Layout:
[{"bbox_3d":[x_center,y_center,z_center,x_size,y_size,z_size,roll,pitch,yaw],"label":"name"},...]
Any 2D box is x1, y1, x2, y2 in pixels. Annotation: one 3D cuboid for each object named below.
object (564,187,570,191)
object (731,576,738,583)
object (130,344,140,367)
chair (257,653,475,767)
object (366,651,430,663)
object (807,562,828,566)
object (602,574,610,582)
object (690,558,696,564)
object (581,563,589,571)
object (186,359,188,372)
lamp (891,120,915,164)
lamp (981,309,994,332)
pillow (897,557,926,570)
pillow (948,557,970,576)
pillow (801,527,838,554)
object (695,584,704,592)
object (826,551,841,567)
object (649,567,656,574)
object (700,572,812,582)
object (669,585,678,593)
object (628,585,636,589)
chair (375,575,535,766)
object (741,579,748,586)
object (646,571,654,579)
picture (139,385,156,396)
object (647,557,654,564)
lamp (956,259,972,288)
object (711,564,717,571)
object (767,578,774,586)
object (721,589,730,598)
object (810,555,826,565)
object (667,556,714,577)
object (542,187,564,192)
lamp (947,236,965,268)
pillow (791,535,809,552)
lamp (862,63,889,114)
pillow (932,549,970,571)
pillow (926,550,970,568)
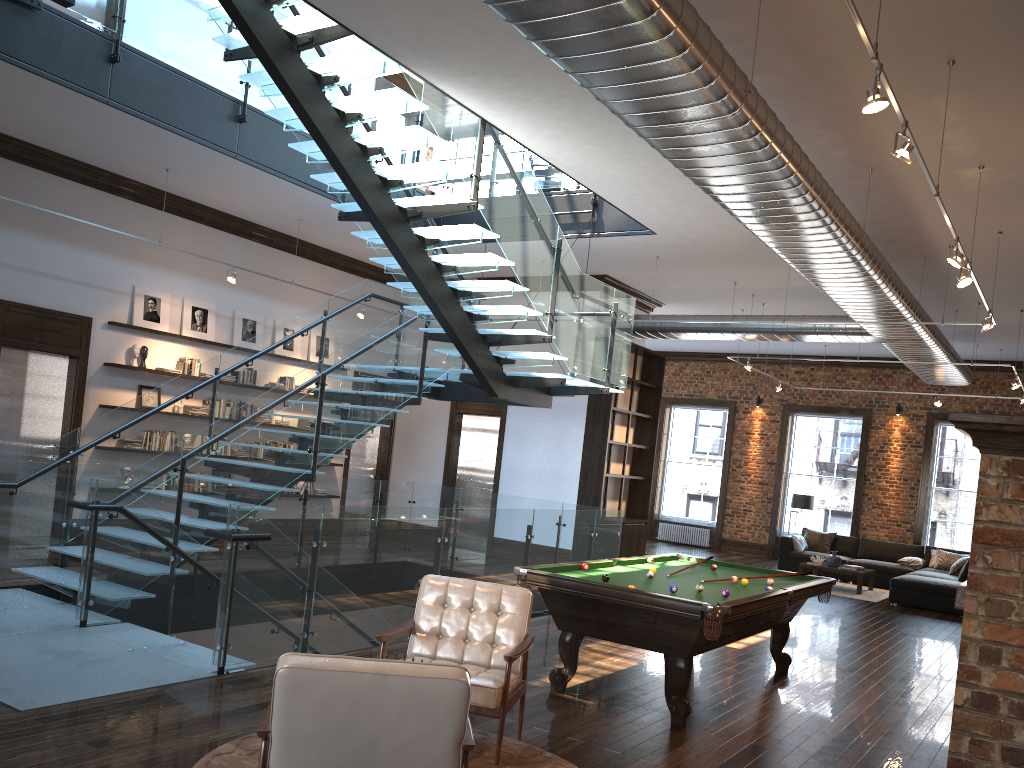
[{"bbox_3d":[0.898,-2.865,17.081,0.813,1.863,0.800,6,-1,-8],"label":"object"},{"bbox_3d":[1.755,1.544,6.998,0.057,0.057,0.057,6,-2,-2],"label":"object"},{"bbox_3d":[-4.663,-0.349,10.972,0.098,0.288,0.098,6,0,-14],"label":"object"},{"bbox_3d":[-0.547,1.391,3.328,0.769,0.865,0.742,6,-2,-7],"label":"chair"},{"bbox_3d":[-0.542,1.329,4.236,0.334,0.101,0.076,6,-2,8],"label":"object"},{"bbox_3d":[5.081,2.998,14.741,0.202,0.018,0.266,9,-5,-33],"label":"object"},{"bbox_3d":[0.659,1.363,6.226,0.057,0.057,0.057,4,-3,38],"label":"object"},{"bbox_3d":[1.669,1.630,8.169,0.057,0.057,0.057,5,-3,34],"label":"object"},{"bbox_3d":[0.555,1.396,6.765,0.057,0.057,0.057,7,-2,-10],"label":"object"},{"bbox_3d":[-4.279,-0.226,11.542,0.154,0.206,0.010,5,0,33],"label":"object"},{"bbox_3d":[2.045,-1.261,4.642,0.114,0.230,0.114,6,-1,7],"label":"lamp"},{"bbox_3d":[4.749,-0.627,8.846,0.114,0.230,0.113,7,-1,-43],"label":"lamp"},{"bbox_3d":[7.050,3.152,15.640,0.408,0.204,0.614,4,-5,31],"label":"pillow"},{"bbox_3d":[7.507,3.047,14.827,0.313,0.355,0.633,5,-4,33],"label":"pillow"},{"bbox_3d":[5.751,2.962,16.788,0.698,0.439,0.306,4,-2,33],"label":"pillow"},{"bbox_3d":[1.315,1.434,6.221,0.057,0.057,0.057,7,-2,-18],"label":"object"},{"bbox_3d":[5.360,2.914,14.776,0.216,0.251,0.215,7,-2,-24],"label":"object"},{"bbox_3d":[1.113,1.476,7.015,0.057,0.057,0.057,7,-2,-20],"label":"object"},{"bbox_3d":[2.054,1.596,7.342,1.614,0.072,0.028,10,-3,-41],"label":"object"},{"bbox_3d":[1.102,1.397,6.048,0.057,0.057,0.057,4,-3,38],"label":"object"},{"bbox_3d":[0.779,1.341,5.788,0.057,0.057,0.057,8,-3,-39],"label":"object"},{"bbox_3d":[-0.311,1.542,4.873,0.767,0.865,0.744,6,-2,13],"label":"chair"},{"bbox_3d":[1.808,1.542,6.894,0.056,0.057,0.057,5,-3,33],"label":"object"},{"bbox_3d":[1.044,1.444,6.708,0.057,0.057,0.057,6,-2,3],"label":"object"},{"bbox_3d":[-4.587,0.177,11.229,0.077,0.299,0.302,6,-2,33],"label":"picture"},{"bbox_3d":[1.218,1.550,7.785,0.057,0.057,0.057,5,-3,32],"label":"object"},{"bbox_3d":[3.635,-0.889,7.111,0.114,0.230,0.114,6,-1,12],"label":"lamp"},{"bbox_3d":[1.771,1.610,7.779,0.057,0.057,0.057,6,-2,-8],"label":"object"},{"bbox_3d":[2.071,1.587,7.109,0.057,0.057,0.057,7,-2,-12],"label":"object"},{"bbox_3d":[1.469,1.440,6.100,0.057,0.057,0.057,8,-3,-35],"label":"object"},{"bbox_3d":[5.102,2.929,14.744,0.218,0.159,0.219,7,-3,-15],"label":"object"},{"bbox_3d":[1.557,1.569,7.666,0.028,0.072,1.615,6,-4,25],"label":"object"},{"bbox_3d":[0.457,-2.741,12.448,0.540,0.768,0.520,6,-1,3],"label":"object"},{"bbox_3d":[3.277,-0.973,6.551,0.114,0.230,0.113,7,-1,-28],"label":"lamp"},{"bbox_3d":[5.388,2.980,16.558,0.243,0.305,0.577,5,-4,34],"label":"pillow"},{"bbox_3d":[1.673,-1.357,4.063,0.117,0.212,0.117,6,-1,-15],"label":"lamp"},{"bbox_3d":[7.622,3.064,15.311,0.609,0.361,0.289,4,-3,37],"label":"pillow"},{"bbox_3d":[7.654,3.109,15.502,0.701,0.337,0.271,4,-3,34],"label":"pillow"}]
